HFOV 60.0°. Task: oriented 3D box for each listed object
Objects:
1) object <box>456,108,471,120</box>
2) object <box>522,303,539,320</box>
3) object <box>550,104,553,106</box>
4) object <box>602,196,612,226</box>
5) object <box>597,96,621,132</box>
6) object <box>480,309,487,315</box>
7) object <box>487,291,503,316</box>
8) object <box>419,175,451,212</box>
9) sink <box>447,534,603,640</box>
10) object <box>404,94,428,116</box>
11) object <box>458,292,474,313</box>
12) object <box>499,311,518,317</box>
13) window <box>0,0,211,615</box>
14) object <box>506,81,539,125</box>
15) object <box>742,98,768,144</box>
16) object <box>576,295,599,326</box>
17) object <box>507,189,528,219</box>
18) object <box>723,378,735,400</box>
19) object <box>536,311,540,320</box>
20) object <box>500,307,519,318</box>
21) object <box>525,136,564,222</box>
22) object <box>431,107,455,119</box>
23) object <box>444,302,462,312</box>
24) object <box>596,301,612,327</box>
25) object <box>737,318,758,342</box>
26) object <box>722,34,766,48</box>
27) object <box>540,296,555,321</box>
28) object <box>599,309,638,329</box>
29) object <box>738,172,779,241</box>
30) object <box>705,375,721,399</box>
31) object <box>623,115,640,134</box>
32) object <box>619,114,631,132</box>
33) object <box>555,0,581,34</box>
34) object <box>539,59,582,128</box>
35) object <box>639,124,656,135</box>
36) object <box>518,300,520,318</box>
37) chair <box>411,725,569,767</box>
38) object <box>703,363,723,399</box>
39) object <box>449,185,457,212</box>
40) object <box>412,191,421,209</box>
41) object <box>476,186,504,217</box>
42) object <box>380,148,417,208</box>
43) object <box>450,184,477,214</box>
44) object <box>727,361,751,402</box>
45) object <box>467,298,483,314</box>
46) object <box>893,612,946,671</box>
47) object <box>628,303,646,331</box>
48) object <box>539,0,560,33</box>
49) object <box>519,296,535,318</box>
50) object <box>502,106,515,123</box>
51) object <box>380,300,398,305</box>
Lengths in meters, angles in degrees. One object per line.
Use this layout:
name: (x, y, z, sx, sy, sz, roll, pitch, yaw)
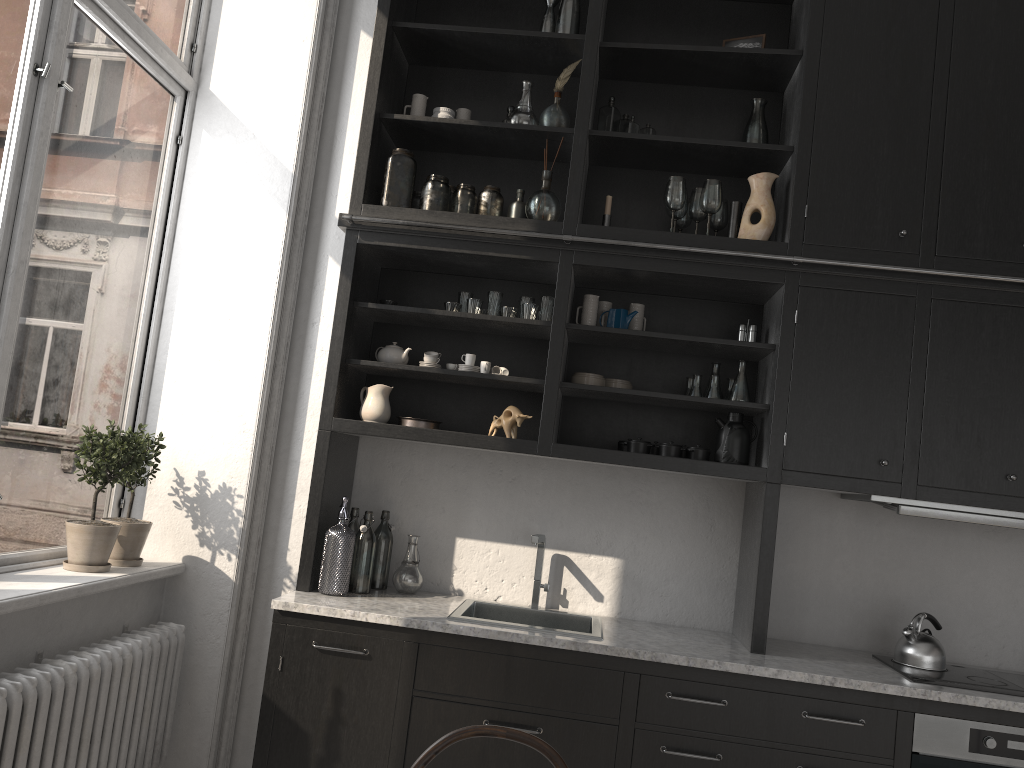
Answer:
object: (-0.194, -1.044, 3.601, 0.082, 0.135, 0.059, 4, -6, 29)
object: (0.066, -0.264, 3.338, 0.064, 0.069, 0.064, 7, -5, -2)
object: (0.162, -1.039, 3.590, 0.075, 0.194, 0.075, 9, -6, -26)
object: (0.359, -0.636, 3.346, 0.123, 0.161, 0.123, 5, -6, 14)
object: (0.379, -1.023, 3.448, 0.065, 0.199, 0.084, 4, -6, 28)
object: (-0.113, -0.263, 3.460, 0.071, 0.047, 0.072, 7, -6, -6)
object: (-0.069, -0.295, 3.384, 0.060, 0.107, 0.061, 3, -6, 33)
object: (-0.292, -0.708, 3.377, 0.114, 0.155, 0.114, 6, -5, 9)
sink: (0.067, 0.806, 3.200, 0.526, 0.504, 0.514, 6, -5, 6)
object: (-0.382, -1.074, 3.524, 0.082, 0.135, 0.059, 3, -6, 33)
object: (-0.187, -0.302, 3.463, 0.060, 0.107, 0.060, 10, -6, -27)
object: (-0.016, -0.254, 3.432, 0.071, 0.047, 0.072, 3, -7, 33)
window: (-3.389, -4.799, 9.699, 26.395, 15.923, 14.398, 6, -5, 6)
object: (0.048, -1.071, 3.473, 0.132, 0.219, 0.132, 9, -6, -20)
object: (0.952, -0.981, 3.461, 0.110, 0.254, 0.100, 10, -6, -29)
object: (0.290, -0.267, 3.378, 0.059, 0.135, 0.082, 9, -6, -26)
object: (0.025, -0.672, 3.491, 0.082, 0.185, 0.082, 6, -5, 6)
object: (0.839, 0.035, 3.398, 0.067, 0.108, 0.067, 7, -5, -6)
object: (0.120, -0.244, 3.473, 0.064, 0.069, 0.064, 7, -5, -2)
object: (-0.011, -0.262, 3.348, 0.071, 0.047, 0.072, 2, -8, 43)
object: (0.130, -0.765, 3.317, 0.134, 0.357, 0.134, 11, -7, -39)
object: (-0.276, -1.041, 3.536, 0.096, 0.095, 0.096, 2, -7, 40)
object: (-0.228, -0.283, 3.390, 0.071, 0.047, 0.072, 2, -8, 43)
object: (0.350, -0.252, 3.456, 0.059, 0.135, 0.082, 3, -6, 33)
object: (0.885, -0.191, 3.332, 0.080, 0.116, 0.040, 4, -6, 26)
object: (0.906, -1.290, 3.464, 0.167, 0.121, 0.056, 4, -6, 31)
object: (0.131, -0.274, 3.360, 0.060, 0.107, 0.060, 8, -6, -17)
object: (0.402, -0.234, 3.360, 0.082, 0.093, 0.140, 10, -6, -29)
object: (0.903, -0.634, 3.241, 0.094, 0.266, 0.116, 12, -7, -42)
object: (0.743, 0.016, 3.263, 0.058, 0.094, 0.058, 2, -8, 45)
object: (0.461, -0.977, 3.425, 0.053, 0.124, 0.041, 10, -6, -27)
object: (0.447, -0.993, 3.551, 0.084, 0.176, 0.065, 4, -6, 28)
object: (0.227, -1.475, 3.490, 0.100, 0.330, 0.097, 7, -5, 2)
object: (0.179, -1.120, 3.434, 0.118, 0.340, 0.123, 4, -6, 24)
object: (0.529, -0.962, 3.483, 0.058, 0.121, 0.045, 3, -6, 33)
object: (0.049, -0.271, 3.484, 0.060, 0.107, 0.061, 7, -5, 3)
chair: (-0.128, 1.154, 1.595, 0.437, 0.920, 0.550, 5, -6, 18)
object: (0.772, -0.001, 3.382, 0.083, 0.158, 0.084, 5, -6, 16)
object: (-0.263, -0.697, 3.547, 0.092, 0.184, 0.092, 10, -6, -29)
object: (-0.387, -0.696, 3.608, 0.114, 0.155, 0.114, 11, -7, -39)
object: (-0.089, -0.685, 3.508, 0.092, 0.184, 0.092, 5, -6, 20)
object: (-0.429, -0.766, 3.375, 0.118, 0.238, 0.118, 8, -5, -9)
object: (-0.186, -0.688, 3.421, 0.096, 0.150, 0.097, 7, -5, -6)
object: (0.840, -0.005, 3.258, 0.083, 0.158, 0.083, 8, -5, -10)
object: (-0.145, -0.286, 3.377, 0.064, 0.069, 0.064, 11, -7, -36)
object: (1.446, 0.900, 3.135, 0.171, 0.185, 0.171, 5, -6, 17)
object: (0.488, -0.238, 3.436, 0.082, 0.135, 0.059, 8, -5, -11)
object: (0.144, -1.429, 3.544, 0.070, 0.231, 0.067, 7, -5, 2)
object: (0.053, -0.278, 3.414, 0.060, 0.107, 0.060, 9, -6, -22)
object: (-0.010, -1.044, 3.583, 0.063, 0.163, 0.063, 5, -6, 17)
object: (-0.491, -0.303, 3.509, 0.071, 0.047, 0.072, 2, -8, 43)
